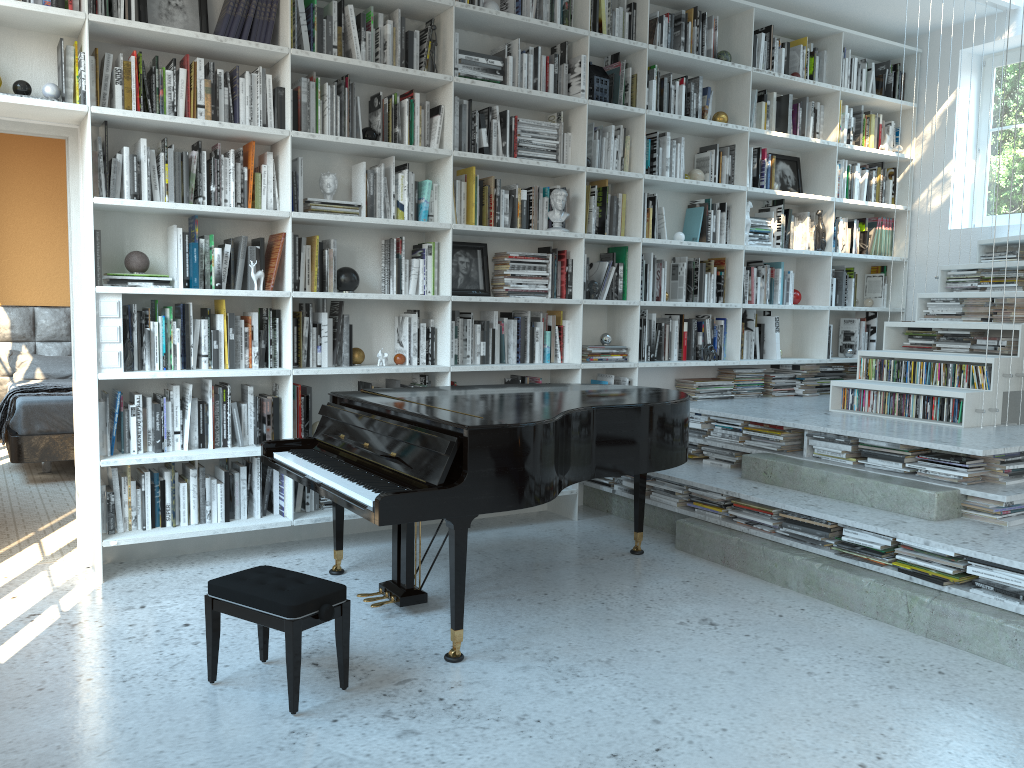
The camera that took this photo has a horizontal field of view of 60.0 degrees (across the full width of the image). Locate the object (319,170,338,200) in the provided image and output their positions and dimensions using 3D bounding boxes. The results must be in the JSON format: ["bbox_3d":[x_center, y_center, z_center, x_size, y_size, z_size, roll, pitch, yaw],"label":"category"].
[{"bbox_3d":[-0.911,-0.986,4.414,0.095,0.157,0.121,-1,5,-18],"label":"object"}]

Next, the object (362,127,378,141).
[{"bbox_3d":[-0.721,-1.241,4.456,0.097,0.098,0.097,3,5,17],"label":"object"}]

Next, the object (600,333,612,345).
[{"bbox_3d":[0.557,-0.266,5.266,0.071,0.072,0.071,3,5,17],"label":"object"}]

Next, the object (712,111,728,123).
[{"bbox_3d":[1.314,-1.669,5.599,0.100,0.102,0.100,5,6,36],"label":"object"}]

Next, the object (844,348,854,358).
[{"bbox_3d":[2.437,-0.225,6.417,0.071,0.072,0.071,3,5,17],"label":"object"}]

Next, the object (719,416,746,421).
[{"bbox_3d":[1.309,0.191,5.124,0.144,0.005,0.257,-2,5,-31],"label":"object"}]

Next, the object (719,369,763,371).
[{"bbox_3d":[1.554,-0.097,6.020,0.254,0.006,0.160,-2,5,-30],"label":"object"}]

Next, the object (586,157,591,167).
[{"bbox_3d":[0.418,-1.264,5.077,0.071,0.072,0.071,3,5,17],"label":"object"}]

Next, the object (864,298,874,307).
[{"bbox_3d":[2.682,-0.608,6.668,0.071,0.072,0.071,3,5,17],"label":"object"}]

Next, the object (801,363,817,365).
[{"bbox_3d":[2.024,-0.150,6.254,0.130,0.015,0.209,-2,6,-32],"label":"object"}]

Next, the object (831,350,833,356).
[{"bbox_3d":[2.241,-0.219,6.297,0.071,0.072,0.071,3,5,17],"label":"object"}]

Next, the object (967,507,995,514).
[{"bbox_3d":[2.102,0.542,3.864,0.204,0.004,0.139,-2,5,-28],"label":"object"}]

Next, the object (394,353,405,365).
[{"bbox_3d":[-0.588,-0.129,4.638,0.061,0.062,0.061,3,5,17],"label":"object"}]

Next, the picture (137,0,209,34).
[{"bbox_3d":[-1.534,-1.697,4.016,0.300,0.300,0.077,-2,6,-31],"label":"picture"}]

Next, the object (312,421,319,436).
[{"bbox_3d":[-0.973,0.234,4.489,0.093,0.094,0.093,5,6,36],"label":"object"}]

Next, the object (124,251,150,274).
[{"bbox_3d":[-1.677,-0.542,3.967,0.105,0.107,0.105,5,6,36],"label":"object"}]

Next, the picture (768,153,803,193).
[{"bbox_3d":[1.897,-1.435,6.147,0.300,0.300,0.077,-2,6,-31],"label":"picture"}]

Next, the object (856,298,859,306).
[{"bbox_3d":[2.509,-0.599,6.516,0.071,0.072,0.071,3,5,17],"label":"object"}]

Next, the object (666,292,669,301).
[{"bbox_3d":[0.949,-0.550,5.576,0.071,0.072,0.071,3,5,17],"label":"object"}]

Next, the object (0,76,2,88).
[{"bbox_3d":[-2.108,-1.225,3.580,0.086,0.088,0.087,3,5,17],"label":"object"}]

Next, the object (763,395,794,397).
[{"bbox_3d":[1.865,0.072,6.232,0.327,0.008,0.207,-2,5,-31],"label":"object"}]

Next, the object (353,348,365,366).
[{"bbox_3d":[-0.802,-0.141,4.556,0.091,0.092,0.091,5,6,36],"label":"object"}]

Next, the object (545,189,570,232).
[{"bbox_3d":[0.256,-0.968,4.967,0.138,0.244,0.137,3,6,24],"label":"object"}]

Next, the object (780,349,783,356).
[{"bbox_3d":[1.846,-0.216,6.172,0.071,0.072,0.071,3,5,17],"label":"object"}]

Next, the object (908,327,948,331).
[{"bbox_3d":[2.542,-0.337,5.418,0.161,0.025,0.174,-1,5,-27],"label":"object"}]

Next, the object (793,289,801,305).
[{"bbox_3d":[1.954,-0.603,6.171,0.115,0.116,0.115,5,6,36],"label":"object"}]

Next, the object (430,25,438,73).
[{"bbox_3d":[-0.391,-1.685,4.493,0.075,0.255,0.075,5,7,37],"label":"object"}]

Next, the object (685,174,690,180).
[{"bbox_3d":[1.083,-1.285,5.566,0.068,0.069,0.068,5,6,36],"label":"object"}]

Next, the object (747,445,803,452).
[{"bbox_3d":[1.448,0.348,4.887,0.145,0.010,0.266,-2,6,-35],"label":"object"}]

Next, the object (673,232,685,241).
[{"bbox_3d":[1.048,-0.917,5.556,0.071,0.072,0.071,3,5,17],"label":"object"}]

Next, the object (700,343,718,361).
[{"bbox_3d":[1.250,-0.200,5.617,0.160,0.114,0.064,-4,7,-44],"label":"object"}]

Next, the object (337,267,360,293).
[{"bbox_3d":[-0.837,-0.525,4.482,0.133,0.135,0.133,3,5,17],"label":"object"}]

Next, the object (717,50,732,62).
[{"bbox_3d":[1.324,-2.036,5.560,0.104,0.105,0.104,3,5,17],"label":"object"}]

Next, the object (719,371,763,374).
[{"bbox_3d":[1.553,-0.080,6.023,0.254,0.006,0.160,-2,5,-31],"label":"object"}]

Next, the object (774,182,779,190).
[{"bbox_3d":[1.745,-1.318,5.964,0.091,0.093,0.091,3,5,17],"label":"object"}]

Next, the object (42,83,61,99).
[{"bbox_3d":[-1.933,-1.226,3.720,0.071,0.072,0.071,5,6,36],"label":"object"}]

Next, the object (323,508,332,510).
[{"bbox_3d":[-0.876,0.623,4.600,0.254,0.007,0.160,-2,5,-28],"label":"object"}]

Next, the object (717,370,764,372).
[{"bbox_3d":[1.552,-0.091,6.023,0.285,0.005,0.159,-2,5,-31],"label":"object"}]

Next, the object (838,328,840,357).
[{"bbox_3d":[2.441,-0.313,6.503,0.008,0.232,0.100,-2,6,-31],"label":"object"}]

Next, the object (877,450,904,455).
[{"bbox_3d":[1.843,0.319,4.253,0.142,0.006,0.203,-2,6,-33],"label":"object"}]

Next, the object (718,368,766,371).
[{"bbox_3d":[1.559,-0.101,6.011,0.285,0.005,0.159,-1,5,-26],"label":"object"}]

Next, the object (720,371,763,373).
[{"bbox_3d":[1.553,-0.086,6.022,0.254,0.006,0.160,-2,5,-31],"label":"object"}]

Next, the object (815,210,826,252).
[{"bbox_3d":[2.117,-1.047,6.087,0.087,0.288,0.075,1,5,4],"label":"object"}]

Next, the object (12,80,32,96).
[{"bbox_3d":[-2.034,-1.225,3.682,0.071,0.072,0.071,5,6,36],"label":"object"}]

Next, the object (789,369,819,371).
[{"bbox_3d":[2.012,-0.105,6.252,0.141,0.005,0.259,-1,5,-27],"label":"object"}]

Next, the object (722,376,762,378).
[{"bbox_3d":[1.549,-0.053,6.024,0.254,0.006,0.160,-2,5,-31],"label":"object"}]

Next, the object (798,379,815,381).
[{"bbox_3d":[2.022,-0.035,6.265,0.134,0.015,0.199,-2,5,-31],"label":"object"}]

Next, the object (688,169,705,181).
[{"bbox_3d":[1.169,-1.312,5.644,0.111,0.113,0.111,5,6,36],"label":"object"}]

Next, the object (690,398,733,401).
[{"bbox_3d":[1.268,0.093,5.852,0.345,0.007,0.193,-2,6,-36],"label":"object"}]

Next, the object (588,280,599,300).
[{"bbox_3d":[0.470,-0.542,5.114,0.054,0.113,0.079,-2,6,-33],"label":"object"}]

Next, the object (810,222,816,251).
[{"bbox_3d":[2.045,-1.022,6.208,0.022,0.212,0.178,-2,6,-31],"label":"object"}]

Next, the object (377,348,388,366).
[{"bbox_3d":[-0.665,-0.140,4.563,0.060,0.095,0.078,0,5,-15],"label":"object"}]

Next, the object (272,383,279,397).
[{"bbox_3d":[-1.176,0.141,4.398,0.017,0.290,0.089,-2,6,-31],"label":"object"}]

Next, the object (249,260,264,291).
[{"bbox_3d":[-1.184,-0.502,4.110,0.044,0.140,0.081,6,7,42],"label":"object"}]

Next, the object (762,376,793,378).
[{"bbox_3d":[1.867,-0.058,6.220,0.327,0.008,0.207,-2,5,-31],"label":"object"}]

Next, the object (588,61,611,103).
[{"bbox_3d":[0.471,-1.716,5.096,0.135,0.248,0.135,-4,7,-41],"label":"object"}]

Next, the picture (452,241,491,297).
[{"bbox_3d":[-0.263,-0.635,4.906,0.300,0.300,0.077,-2,6,-31],"label":"picture"}]

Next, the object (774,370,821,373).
[{"bbox_3d":[2.014,-0.088,6.254,0.144,0.004,0.295,-2,6,-33],"label":"object"}]

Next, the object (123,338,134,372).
[{"bbox_3d":[-1.676,-0.126,3.871,0.045,0.147,0.045,2,5,7],"label":"object"}]

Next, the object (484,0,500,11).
[{"bbox_3d":[-0.118,-1.994,4.743,0.104,0.106,0.104,5,6,36],"label":"object"}]
